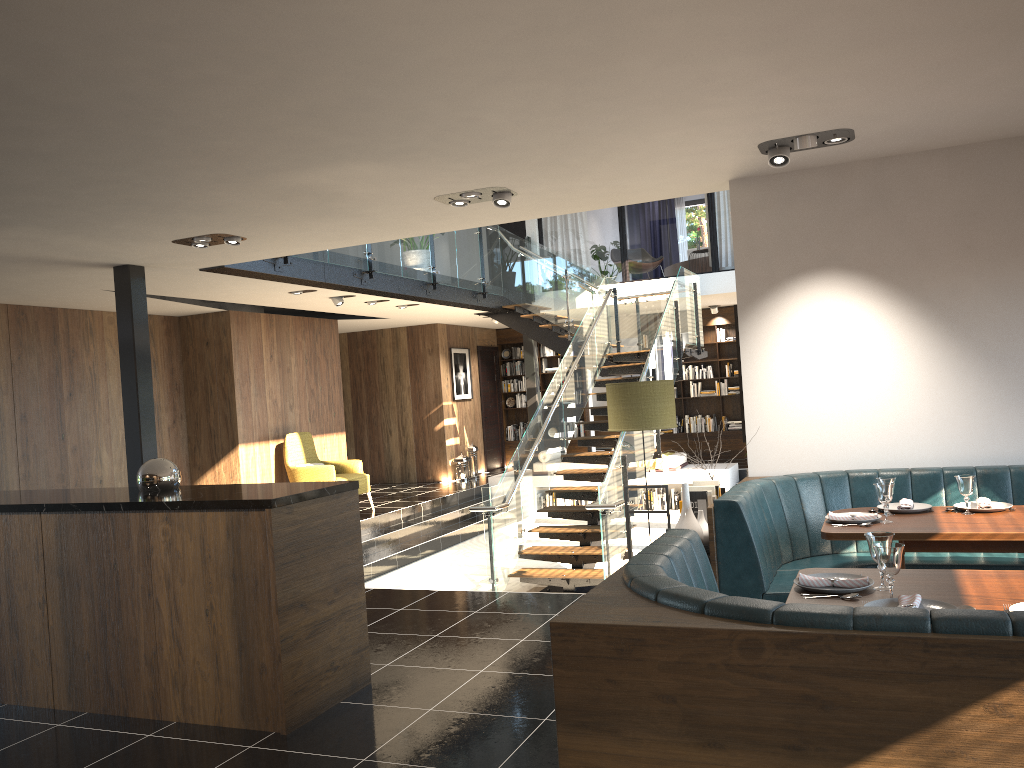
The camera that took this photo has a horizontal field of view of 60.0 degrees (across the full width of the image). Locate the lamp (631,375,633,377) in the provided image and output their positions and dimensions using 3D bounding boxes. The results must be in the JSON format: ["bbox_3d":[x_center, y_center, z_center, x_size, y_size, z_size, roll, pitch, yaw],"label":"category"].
[{"bbox_3d":[2.708,0.145,19.882,0.470,0.725,0.470,-4,0,15],"label":"lamp"}]

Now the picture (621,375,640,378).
[{"bbox_3d":[4.121,-0.145,19.555,3.544,0.748,0.035,-4,0,23],"label":"picture"}]

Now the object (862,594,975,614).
[{"bbox_3d":[1.236,0.685,2.710,0.325,0.051,0.269,-4,-1,26],"label":"object"}]

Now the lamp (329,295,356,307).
[{"bbox_3d":[-1.999,-1.038,10.451,0.346,0.247,0.195,-4,0,23],"label":"lamp"}]

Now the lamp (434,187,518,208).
[{"bbox_3d":[-0.233,-1.233,5.658,0.502,0.231,0.349,-4,0,23],"label":"lamp"}]

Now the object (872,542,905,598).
[{"bbox_3d":[1.225,0.616,2.872,0.098,0.192,0.098,-4,0,21],"label":"object"}]

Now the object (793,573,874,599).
[{"bbox_3d":[1.129,0.697,3.123,0.269,0.051,0.324,-4,-1,26],"label":"object"}]

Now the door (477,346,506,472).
[{"bbox_3d":[-0.416,0.461,16.838,0.104,2.347,0.931,-4,0,23],"label":"door"}]

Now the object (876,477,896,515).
[{"bbox_3d":[1.954,0.585,4.618,0.098,0.192,0.098,-4,0,21],"label":"object"}]

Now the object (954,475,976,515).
[{"bbox_3d":[2.295,0.560,4.479,0.098,0.192,0.098,-4,0,21],"label":"object"}]

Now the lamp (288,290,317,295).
[{"bbox_3d":[-2.302,-1.070,9.735,0.346,0.158,0.195,-4,0,23],"label":"lamp"}]

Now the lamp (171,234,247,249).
[{"bbox_3d":[-2.220,-1.108,6.494,0.502,0.194,0.349,-4,0,23],"label":"lamp"}]

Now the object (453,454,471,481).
[{"bbox_3d":[-0.850,1.400,15.178,0.262,0.483,0.262,-4,0,23],"label":"object"}]

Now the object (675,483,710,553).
[{"bbox_3d":[0.948,0.720,4.747,0.319,0.398,0.316,-4,0,-1],"label":"object"}]

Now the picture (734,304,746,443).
[{"bbox_3d":[1.647,-0.075,6.178,0.028,0.911,0.748,-4,0,23],"label":"picture"}]

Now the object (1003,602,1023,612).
[{"bbox_3d":[1.609,0.658,2.563,0.325,0.051,0.269,-4,-1,26],"label":"object"}]

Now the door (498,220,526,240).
[{"bbox_3d":[-0.034,-2.581,17.153,0.931,2.347,0.104,-4,0,23],"label":"door"}]

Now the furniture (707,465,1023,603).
[{"bbox_3d":[2.463,0.895,4.561,2.610,0.822,1.364,-4,0,23],"label":"furniture"}]

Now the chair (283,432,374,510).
[{"bbox_3d":[-2.424,1.164,11.647,1.031,1.097,0.807,-4,0,22],"label":"chair"}]

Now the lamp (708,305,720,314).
[{"bbox_3d":[3.513,-1.349,15.382,0.195,0.277,0.346,-4,0,23],"label":"lamp"}]

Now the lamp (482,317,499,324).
[{"bbox_3d":[-0.317,-1.104,14.458,0.346,0.262,0.195,-4,0,23],"label":"lamp"}]

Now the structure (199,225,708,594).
[{"bbox_3d":[0.083,0.047,10.563,3.448,4.868,7.277,-4,0,22],"label":"structure"}]

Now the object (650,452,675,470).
[{"bbox_3d":[2.268,1.344,13.809,0.466,0.510,1.166,-4,0,23],"label":"object"}]

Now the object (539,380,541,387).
[{"bbox_3d":[0.470,0.011,17.112,0.212,0.222,0.082,-4,0,23],"label":"object"}]

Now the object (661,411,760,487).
[{"bbox_3d":[1.193,0.538,5.563,0.607,0.744,0.406,-4,0,-17],"label":"object"}]

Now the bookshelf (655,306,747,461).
[{"bbox_3d":[3.398,0.017,15.897,2.091,2.682,0.273,-4,0,23],"label":"bookshelf"}]

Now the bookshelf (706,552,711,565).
[{"bbox_3d":[1.089,1.164,5.162,0.356,0.500,1.304,-4,0,23],"label":"bookshelf"}]

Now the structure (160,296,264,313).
[{"bbox_3d":[-5.787,0.427,10.564,1.964,3.017,6.660,-4,0,23],"label":"structure"}]

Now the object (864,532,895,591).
[{"bbox_3d":[1.279,0.615,3.073,0.098,0.192,0.098,-4,0,21],"label":"object"}]

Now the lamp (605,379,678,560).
[{"bbox_3d":[0.925,0.701,5.648,0.637,1.445,0.437,-4,0,-42],"label":"lamp"}]

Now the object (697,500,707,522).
[{"bbox_3d":[1.063,0.775,4.933,0.047,0.262,0.020,-4,0,23],"label":"object"}]

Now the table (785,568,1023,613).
[{"bbox_3d":[1.709,1.011,2.829,1.539,0.661,0.822,-4,0,23],"label":"table"}]

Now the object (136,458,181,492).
[{"bbox_3d":[-1.916,0.514,4.813,0.227,0.228,0.227,-4,0,-17],"label":"object"}]

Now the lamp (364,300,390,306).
[{"bbox_3d":[-1.703,-1.086,11.165,0.346,0.177,0.195,-4,0,23],"label":"lamp"}]

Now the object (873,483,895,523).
[{"bbox_3d":[1.848,0.590,4.390,0.098,0.192,0.098,-4,0,21],"label":"object"}]

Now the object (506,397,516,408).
[{"bbox_3d":[-0.022,0.364,17.329,0.212,0.222,0.082,-4,0,23],"label":"object"}]

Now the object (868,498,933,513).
[{"bbox_3d":[2.068,0.649,4.721,0.325,0.051,0.269,-4,-1,26],"label":"object"}]

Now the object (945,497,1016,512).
[{"bbox_3d":[2.410,0.624,4.577,0.325,0.051,0.269,-4,-1,26],"label":"object"}]

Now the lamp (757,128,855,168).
[{"bbox_3d":[1.616,-1.359,4.880,0.502,0.248,0.349,-4,0,23],"label":"lamp"}]

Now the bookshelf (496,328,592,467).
[{"bbox_3d":[0.614,0.219,17.068,1.704,2.682,0.273,-4,0,23],"label":"bookshelf"}]

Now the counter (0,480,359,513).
[{"bbox_3d":[-2.557,0.636,4.885,3.574,0.041,0.698,-4,-1,23],"label":"counter"}]

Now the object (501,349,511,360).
[{"bbox_3d":[-0.109,-0.579,17.308,0.212,0.222,0.082,-4,0,23],"label":"object"}]

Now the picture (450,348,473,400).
[{"bbox_3d":[-0.890,-0.180,15.690,0.028,0.911,0.748,-4,0,23],"label":"picture"}]

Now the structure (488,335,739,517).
[{"bbox_3d":[1.510,0.393,14.084,3.783,3.245,1.148,-4,0,23],"label":"structure"}]

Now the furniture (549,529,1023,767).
[{"bbox_3d":[1.590,0.935,2.581,2.610,0.822,1.364,-4,0,23],"label":"furniture"}]

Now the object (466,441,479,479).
[{"bbox_3d":[-0.674,1.310,15.352,0.182,0.643,0.182,-4,0,23],"label":"object"}]

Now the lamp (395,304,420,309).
[{"bbox_3d":[-1.403,-1.099,11.881,0.346,0.177,0.195,-4,0,23],"label":"lamp"}]

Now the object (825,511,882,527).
[{"bbox_3d":[1.720,0.670,4.478,0.269,0.051,0.324,-4,-1,26],"label":"object"}]

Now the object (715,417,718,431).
[{"bbox_3d":[3.647,0.710,15.826,0.020,0.262,0.047,-4,0,23],"label":"object"}]

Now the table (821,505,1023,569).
[{"bbox_3d":[2.358,0.982,4.314,1.539,0.661,0.822,-4,0,23],"label":"table"}]

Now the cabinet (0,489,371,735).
[{"bbox_3d":[-2.524,1.154,4.888,3.565,0.994,0.698,-4,0,23],"label":"cabinet"}]

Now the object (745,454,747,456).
[{"bbox_3d":[3.456,1.003,11.426,0.876,1.338,0.830,-4,0,12],"label":"object"}]

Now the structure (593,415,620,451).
[{"bbox_3d":[3.737,0.903,19.543,6.278,0.982,0.885,-4,0,23],"label":"structure"}]
